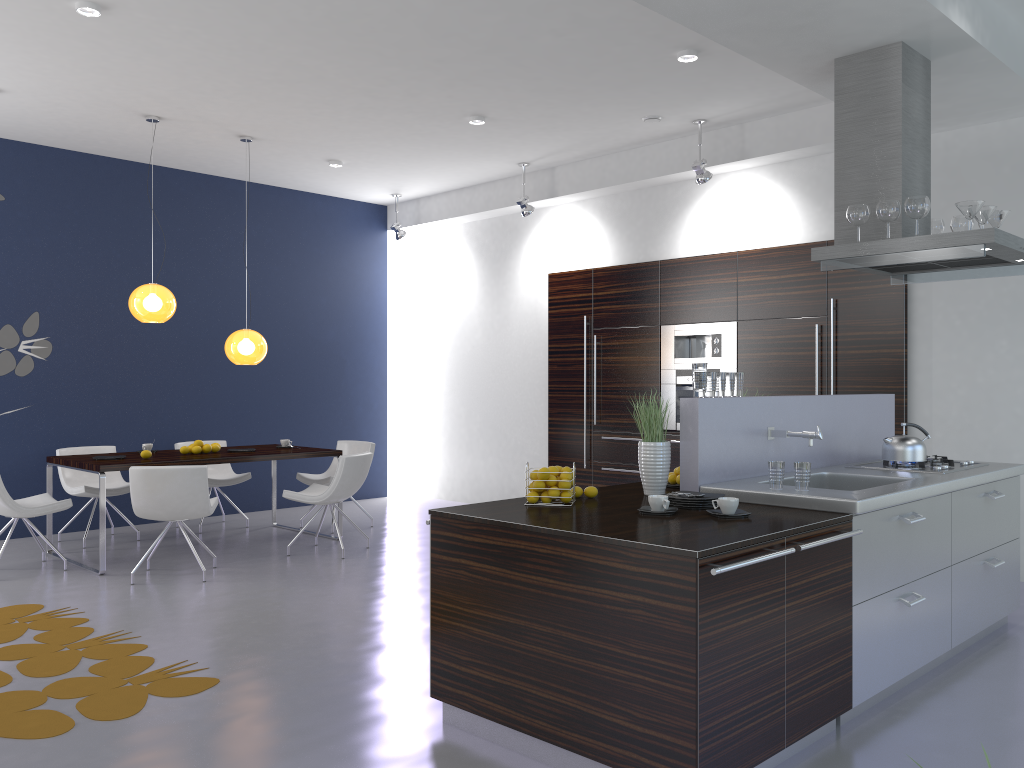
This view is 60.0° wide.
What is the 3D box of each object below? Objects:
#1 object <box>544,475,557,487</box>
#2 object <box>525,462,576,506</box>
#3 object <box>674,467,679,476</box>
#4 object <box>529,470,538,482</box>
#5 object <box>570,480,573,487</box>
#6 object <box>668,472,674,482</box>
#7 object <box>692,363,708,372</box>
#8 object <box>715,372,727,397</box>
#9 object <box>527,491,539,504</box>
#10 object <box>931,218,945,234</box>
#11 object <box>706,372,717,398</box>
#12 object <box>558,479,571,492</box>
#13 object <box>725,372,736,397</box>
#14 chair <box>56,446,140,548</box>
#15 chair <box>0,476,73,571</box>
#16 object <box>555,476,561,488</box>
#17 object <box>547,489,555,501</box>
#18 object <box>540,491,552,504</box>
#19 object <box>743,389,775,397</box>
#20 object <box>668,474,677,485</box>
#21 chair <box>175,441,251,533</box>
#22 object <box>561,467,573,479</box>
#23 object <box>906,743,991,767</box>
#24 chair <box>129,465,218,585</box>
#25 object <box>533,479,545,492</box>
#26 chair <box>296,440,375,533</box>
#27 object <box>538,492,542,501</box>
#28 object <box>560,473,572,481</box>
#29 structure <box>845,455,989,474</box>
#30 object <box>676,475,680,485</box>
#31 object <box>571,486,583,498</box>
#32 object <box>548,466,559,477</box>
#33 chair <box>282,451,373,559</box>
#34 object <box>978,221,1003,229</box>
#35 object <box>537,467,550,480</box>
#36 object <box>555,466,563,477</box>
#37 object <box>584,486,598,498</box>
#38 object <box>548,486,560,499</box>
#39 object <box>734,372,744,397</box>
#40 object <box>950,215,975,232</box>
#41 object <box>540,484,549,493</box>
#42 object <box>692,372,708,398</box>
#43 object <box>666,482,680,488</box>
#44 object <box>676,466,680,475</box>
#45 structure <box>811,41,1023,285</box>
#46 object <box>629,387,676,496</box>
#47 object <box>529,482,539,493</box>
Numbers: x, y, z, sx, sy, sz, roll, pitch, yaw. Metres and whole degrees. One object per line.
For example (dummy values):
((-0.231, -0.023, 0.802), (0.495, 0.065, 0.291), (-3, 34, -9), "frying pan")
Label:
((0.164, 0.410, 3.764), (0.061, 0.051, 0.055), (0, 0, 39), "object")
((0.165, 0.422, 3.800), (0.207, 0.174, 0.189), (0, 0, 10), "object")
((0.834, 0.438, 4.421), (0.061, 0.047, 0.053), (0, 0, -42), "object")
((0.103, 0.394, 3.801), (0.051, 0.053, 0.063), (0, 0, -32), "object")
((0.240, 0.425, 3.854), (0.063, 0.051, 0.053), (0, 0, 14), "object")
((0.805, 0.472, 4.458), (0.060, 0.058, 0.070), (0, 0, 44), "object")
((0.861, -0.035, 4.066), (0.072, 0.119, 0.071), (0, 0, -5), "object")
((0.975, 0.004, 4.181), (0.072, 0.119, 0.071), (0, 0, -5), "object")
((0.089, 0.479, 3.748), (0.053, 0.052, 0.062), (0, 0, -6), "object")
((2.460, -0.848, 5.175), (0.125, 0.221, 0.125), (0, 0, -20), "object")
((0.918, 0.004, 4.124), (0.072, 0.119, 0.071), (0, 0, -5), "object")
((0.222, 0.427, 3.731), (0.053, 0.055, 0.060), (0, 0, -2), "object")
((1.032, 0.004, 4.238), (0.072, 0.119, 0.071), (0, 0, -5), "object")
((-3.593, 0.958, 7.692), (0.620, 0.805, 0.508), (0, 0, 40), "chair")
((-3.610, 0.959, 6.458), (0.508, 0.805, 0.620), (0, 0, 45), "chair")
((0.206, 0.423, 3.807), (0.064, 0.053, 0.051), (0, 0, -42), "object")
((0.174, 0.472, 3.815), (0.057, 0.060, 0.052), (0, 0, -39), "object")
((0.146, 0.482, 3.763), (0.050, 0.055, 0.061), (0, 0, 0), "object")
((1.240, 0.258, 4.730), (0.269, 0.502, 0.247), (0, 0, -45), "object")
((0.801, 0.472, 4.393), (0.052, 0.054, 0.061), (0, 0, 22), "object")
((-2.859, 0.957, 8.429), (0.620, 0.805, 0.508), (0, 0, 45), "chair")
((0.238, 0.386, 3.825), (0.057, 0.060, 0.052), (0, 0, 33), "object")
((0.350, 0.699, 0.165), (0.713, 1.334, 0.656), (0, 0, 29), "object")
((-2.385, 0.959, 6.271), (0.508, 0.805, 0.620), (0, 0, -10), "chair")
((0.115, 0.429, 3.748), (0.053, 0.054, 0.061), (0, 0, 1), "object")
((-1.648, 0.957, 8.431), (0.508, 0.805, 0.620), (0, 0, 40), "chair")
((0.106, 0.480, 3.833), (0.051, 0.053, 0.063), (0, 0, -37), "object")
((0.230, 0.398, 3.772), (0.053, 0.051, 0.063), (0, 0, 0), "object")
((2.239, 0.425, 4.893), (0.519, 0.055, 0.709), (0, 0, 45), "structure")
((0.829, 0.468, 4.343), (0.051, 0.053, 0.063), (0, 0, -5), "object")
((0.289, 0.484, 3.971), (0.063, 0.051, 0.053), (0, 0, -41), "object")
((0.173, 0.379, 3.807), (0.051, 0.053, 0.063), (0, 0, -44), "object")
((-1.460, 0.958, 7.186), (0.620, 0.805, 0.508), (0, 0, 15), "chair")
((2.676, -0.848, 4.961), (0.125, 0.221, 0.125), (0, 0, -20), "object")
((0.133, 0.380, 3.741), (0.059, 0.060, 0.050), (0, 0, 45), "object")
((0.199, 0.382, 3.860), (0.063, 0.051, 0.053), (0, 0, 2), "object")
((0.353, 0.484, 3.966), (0.063, 0.051, 0.053), (0, 0, 14), "object")
((0.177, 0.458, 3.733), (0.052, 0.053, 0.062), (0, 0, -8), "object")
((1.089, 0.004, 4.295), (0.071, 0.119, 0.072), (0, 0, 5), "object")
((2.572, -0.848, 5.065), (0.125, 0.221, 0.125), (0, 0, -20), "object")
((0.129, 0.440, 3.808), (0.051, 0.053, 0.062), (0, 0, -37), "object")
((0.861, 0.004, 4.066), (0.072, 0.119, 0.071), (0, 0, -5), "object")
((0.840, 0.499, 4.419), (0.232, 0.020, 0.232), (0, 0, -37), "object")
((0.841, 0.428, 4.368), (0.063, 0.048, 0.053), (0, 0, 11), "object")
((2.294, -1.223, 4.838), (0.915, 1.231, 0.981), (0, 0, 45), "structure")
((0.630, 0.258, 4.082), (0.247, 0.502, 0.269), (0, 0, -2), "object")
((0.098, 0.444, 3.805), (0.051, 0.055, 0.061), (0, 0, 24), "object")
